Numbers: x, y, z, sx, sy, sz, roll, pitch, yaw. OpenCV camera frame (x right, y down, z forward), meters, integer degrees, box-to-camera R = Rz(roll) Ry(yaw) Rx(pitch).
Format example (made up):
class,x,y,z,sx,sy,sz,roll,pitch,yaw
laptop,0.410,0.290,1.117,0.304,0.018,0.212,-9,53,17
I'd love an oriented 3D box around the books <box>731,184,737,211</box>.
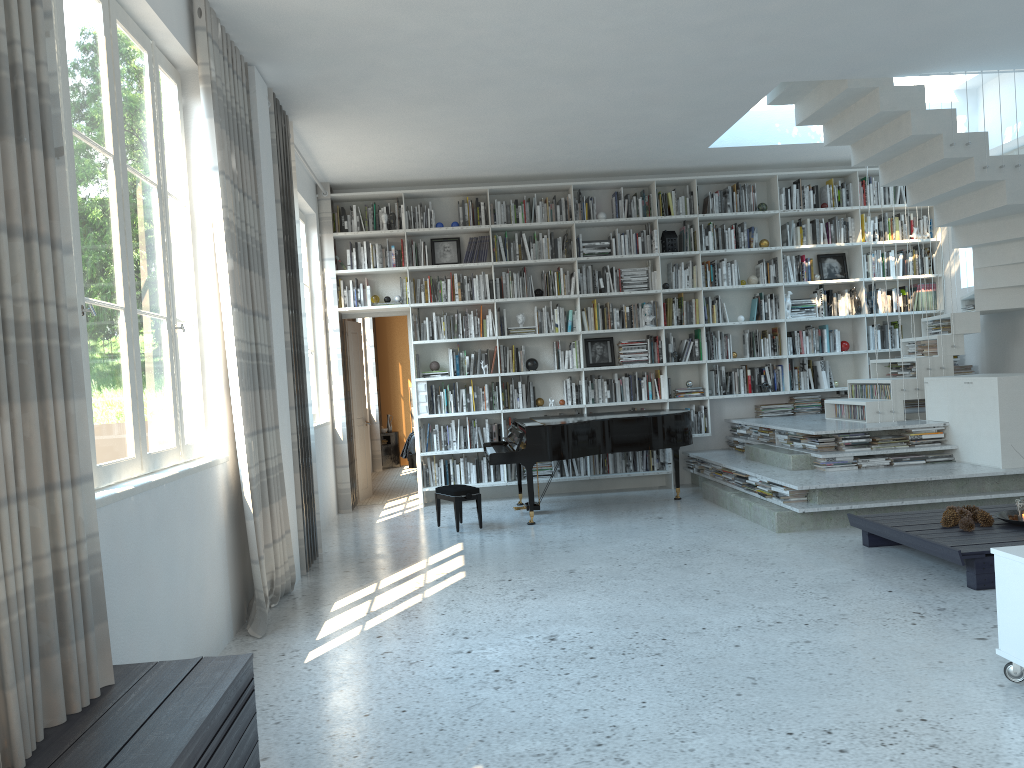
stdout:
class,x,y,z,sx,sy,sz,roll,pitch,yaw
books,2.285,-1.890,9.148,0.006,0.312,0.179,-4,1,-4

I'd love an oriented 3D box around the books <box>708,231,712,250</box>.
class,x,y,z,sx,sy,sz,roll,pitch,yaw
books,2.018,-1.453,9.122,0.026,0.208,0.181,-4,1,-4

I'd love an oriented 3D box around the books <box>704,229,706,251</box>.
class,x,y,z,sx,sy,sz,roll,pitch,yaw
books,1.971,-1.466,9.143,0.012,0.239,0.138,-4,1,-4

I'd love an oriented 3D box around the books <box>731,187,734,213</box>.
class,x,y,z,sx,sy,sz,roll,pitch,yaw
books,2.261,-1.875,9.160,0.007,0.285,0.159,-4,1,-4

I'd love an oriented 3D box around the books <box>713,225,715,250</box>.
class,x,y,z,sx,sy,sz,roll,pitch,yaw
books,2.058,-1.486,9.135,0.010,0.269,0.166,-4,1,-4

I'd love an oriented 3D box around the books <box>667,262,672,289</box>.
class,x,y,z,sx,sy,sz,roll,pitch,yaw
books,1.622,-1.099,9.127,0.018,0.285,0.159,-4,1,-4

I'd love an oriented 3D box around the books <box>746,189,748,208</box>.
class,x,y,z,sx,sy,sz,roll,pitch,yaw
books,2.403,-1.871,9.159,0.014,0.258,0.149,-4,1,-4

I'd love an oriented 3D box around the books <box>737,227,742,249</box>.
class,x,y,z,sx,sy,sz,roll,pitch,yaw
books,2.325,-1.487,9.152,0.030,0.238,0.185,-4,1,-4

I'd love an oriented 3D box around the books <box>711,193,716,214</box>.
class,x,y,z,sx,sy,sz,roll,pitch,yaw
books,2.060,-1.834,9.125,0.013,0.229,0.174,-4,1,-4

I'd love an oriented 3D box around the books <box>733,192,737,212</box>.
class,x,y,z,sx,sy,sz,roll,pitch,yaw
books,2.276,-1.849,9.142,0.018,0.231,0.160,-4,1,-4

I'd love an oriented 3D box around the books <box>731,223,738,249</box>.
class,x,y,z,sx,sy,sz,roll,pitch,yaw
books,2.302,-1.509,9.168,0.012,0.285,0.159,-4,1,-4

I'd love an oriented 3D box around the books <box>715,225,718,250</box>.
class,x,y,z,sx,sy,sz,roll,pitch,yaw
books,2.098,-1.492,9.159,0.012,0.276,0.133,-4,1,-4

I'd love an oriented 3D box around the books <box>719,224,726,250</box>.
class,x,y,z,sx,sy,sz,roll,pitch,yaw
books,2.179,-1.501,9.160,0.013,0.284,0.154,-4,1,-4

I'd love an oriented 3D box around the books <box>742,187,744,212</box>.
class,x,y,z,sx,sy,sz,roll,pitch,yaw
books,2.359,-1.876,9.158,0.008,0.275,0.163,-4,1,-4

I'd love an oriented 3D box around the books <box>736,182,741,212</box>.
class,x,y,z,sx,sy,sz,roll,pitch,yaw
books,2.317,-1.901,9.148,0.007,0.329,0.183,-4,1,-4

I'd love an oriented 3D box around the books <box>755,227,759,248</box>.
class,x,y,z,sx,sy,sz,roll,pitch,yaw
books,2.512,-1.495,9.186,0.026,0.229,0.140,-4,1,-4

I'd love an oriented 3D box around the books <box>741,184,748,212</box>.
class,x,y,z,sx,sy,sz,roll,pitch,yaw
books,2.391,-1.894,9.151,0.008,0.307,0.182,-4,1,-4

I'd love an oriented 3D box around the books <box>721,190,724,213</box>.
class,x,y,z,sx,sy,sz,roll,pitch,yaw
books,2.143,-1.853,9.145,0.021,0.256,0.169,-4,1,-4

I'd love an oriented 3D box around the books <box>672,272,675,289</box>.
class,x,y,z,sx,sy,sz,roll,pitch,yaw
books,1.639,-1.049,9.107,0.028,0.185,0.181,-4,1,-4

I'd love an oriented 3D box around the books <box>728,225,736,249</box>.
class,x,y,z,sx,sy,sz,roll,pitch,yaw
books,2.272,-1.497,9.154,0.012,0.265,0.156,-4,1,-4

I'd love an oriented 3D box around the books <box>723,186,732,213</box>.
class,x,y,z,sx,sy,sz,roll,pitch,yaw
books,2.223,-1.876,9.150,0.024,0.292,0.167,-4,1,-4

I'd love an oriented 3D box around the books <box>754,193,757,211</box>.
class,x,y,z,sx,sy,sz,roll,pitch,yaw
books,2.488,-1.851,9.157,0.014,0.209,0.188,-4,1,-4

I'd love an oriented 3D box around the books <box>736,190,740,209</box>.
class,x,y,z,sx,sy,sz,roll,pitch,yaw
books,2.312,-1.861,9.149,0.008,0.251,0.170,-4,1,-4

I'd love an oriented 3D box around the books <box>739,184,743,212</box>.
class,x,y,z,sx,sy,sz,roll,pitch,yaw
books,2.330,-1.886,9.133,0.015,0.299,0.183,-4,1,-4

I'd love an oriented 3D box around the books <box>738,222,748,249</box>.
class,x,y,z,sx,sy,sz,roll,pitch,yaw
books,2.381,-1.514,9.147,0.029,0.285,0.183,-4,1,-4

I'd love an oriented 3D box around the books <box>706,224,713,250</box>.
class,x,y,z,sx,sy,sz,roll,pitch,yaw
books,2.033,-1.491,9.139,0.011,0.283,0.173,-4,1,-4

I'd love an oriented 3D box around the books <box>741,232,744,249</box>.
class,x,y,z,sx,sy,sz,roll,pitch,yaw
books,2.356,-1.461,9.159,0.027,0.181,0.176,-4,1,-4

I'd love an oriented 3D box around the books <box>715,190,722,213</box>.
class,x,y,z,sx,sy,sz,roll,pitch,yaw
books,2.118,-1.851,9.141,0.030,0.255,0.161,-4,1,-4

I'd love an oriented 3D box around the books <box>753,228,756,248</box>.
class,x,y,z,sx,sy,sz,roll,pitch,yaw
books,2.476,-1.486,9.166,0.048,0.216,0.182,-4,1,-4

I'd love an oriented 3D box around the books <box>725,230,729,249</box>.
class,x,y,z,sx,sy,sz,roll,pitch,yaw
books,2.200,-1.469,9.160,0.025,0.216,0.144,-4,1,-4

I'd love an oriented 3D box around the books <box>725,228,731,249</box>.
class,x,y,z,sx,sy,sz,roll,pitch,yaw
books,2.224,-1.480,9.150,0.023,0.237,0.149,-4,1,-4

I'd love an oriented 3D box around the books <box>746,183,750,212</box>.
class,x,y,z,sx,sy,sz,roll,pitch,yaw
books,2.427,-1.904,9.182,0.008,0.321,0.133,-4,1,-4

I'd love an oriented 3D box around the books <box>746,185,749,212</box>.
class,x,y,z,sx,sy,sz,roll,pitch,yaw
books,2.416,-1.892,9.164,0.019,0.299,0.137,-4,1,-4

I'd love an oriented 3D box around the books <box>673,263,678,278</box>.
class,x,y,z,sx,sy,sz,roll,pitch,yaw
books,1.686,-1.098,9.126,0.019,0.275,0.146,-4,1,-4

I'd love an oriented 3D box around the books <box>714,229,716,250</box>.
class,x,y,z,sx,sy,sz,roll,pitch,yaw
books,2.070,-1.470,9.145,0.012,0.236,0.165,-4,1,-4

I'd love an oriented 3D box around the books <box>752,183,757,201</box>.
class,x,y,z,sx,sy,sz,roll,pitch,yaw
books,2.496,-1.900,9.158,0.006,0.306,0.163,-4,1,-4

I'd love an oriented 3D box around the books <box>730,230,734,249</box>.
class,x,y,z,sx,sy,sz,roll,pitch,yaw
books,2.248,-1.468,9.137,0.021,0.209,0.180,-4,1,-4

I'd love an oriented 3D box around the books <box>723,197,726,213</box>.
class,x,y,z,sx,sy,sz,roll,pitch,yaw
books,2.170,-1.822,9.165,0.031,0.190,0.132,-4,1,-4

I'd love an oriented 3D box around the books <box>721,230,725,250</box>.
class,x,y,z,sx,sy,sz,roll,pitch,yaw
books,2.161,-1.470,9.163,0.028,0.223,0.142,-4,1,-4

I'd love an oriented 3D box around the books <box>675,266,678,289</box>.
class,x,y,z,sx,sy,sz,roll,pitch,yaw
books,1.673,-1.084,9.125,0.028,0.250,0.164,-4,1,-4

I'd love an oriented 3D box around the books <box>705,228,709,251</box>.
class,x,y,z,sx,sy,sz,roll,pitch,yaw
books,1.990,-1.469,9.138,0.026,0.243,0.148,-4,1,-4

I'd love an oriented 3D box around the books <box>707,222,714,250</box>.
class,x,y,z,sx,sy,sz,roll,pitch,yaw
books,2.045,-1.504,9.134,0.014,0.307,0.152,-4,1,-4

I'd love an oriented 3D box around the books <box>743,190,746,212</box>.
class,x,y,z,sx,sy,sz,roll,pitch,yaw
books,2.376,-1.866,9.159,0.024,0.252,0.149,-4,1,-4

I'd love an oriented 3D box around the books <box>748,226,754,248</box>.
class,x,y,z,sx,sy,sz,roll,pitch,yaw
books,2.454,-1.494,9.155,0.054,0.235,0.171,-4,1,-4

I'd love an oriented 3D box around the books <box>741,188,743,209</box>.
class,x,y,z,sx,sy,sz,roll,pitch,yaw
books,2.349,-1.878,9.162,0.012,0.280,0.144,-4,1,-4

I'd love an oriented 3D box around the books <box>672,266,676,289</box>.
class,x,y,z,sx,sy,sz,roll,pitch,yaw
books,1.655,-1.079,9.129,0.024,0.242,0.159,-4,1,-4

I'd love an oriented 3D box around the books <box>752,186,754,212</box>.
class,x,y,z,sx,sy,sz,roll,pitch,yaw
books,2.458,-1.884,9.150,0.008,0.278,0.180,-4,1,-4

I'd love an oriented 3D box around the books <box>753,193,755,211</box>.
class,x,y,z,sx,sy,sz,roll,pitch,yaw
books,2.472,-1.853,9.165,0.018,0.214,0.157,-4,1,-4

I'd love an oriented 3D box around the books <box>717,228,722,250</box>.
class,x,y,z,sx,sy,sz,roll,pitch,yaw
books,2.121,-1.476,9.137,0.027,0.241,0.160,-4,1,-4

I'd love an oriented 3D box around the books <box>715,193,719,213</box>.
class,x,y,z,sx,sy,sz,roll,pitch,yaw
books,2.089,-1.834,9.140,0.028,0.226,0.163,-4,1,-4

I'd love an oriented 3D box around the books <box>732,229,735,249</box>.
class,x,y,z,sx,sy,sz,roll,pitch,yaw
books,2.262,-1.475,9.152,0.011,0.222,0.159,-4,1,-4

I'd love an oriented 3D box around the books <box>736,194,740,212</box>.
class,x,y,z,sx,sy,sz,roll,pitch,yaw
books,2.302,-1.835,9.134,0.018,0.201,0.188,-4,1,-4

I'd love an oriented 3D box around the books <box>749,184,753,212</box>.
class,x,y,z,sx,sy,sz,roll,pitch,yaw
books,2.447,-1.893,9.156,0.013,0.297,0.188,-4,1,-4

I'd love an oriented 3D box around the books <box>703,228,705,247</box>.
class,x,y,z,sx,sy,sz,roll,pitch,yaw
books,1.958,-1.485,9.148,0.011,0.280,0.133,-4,1,-4

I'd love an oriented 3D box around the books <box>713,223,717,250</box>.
class,x,y,z,sx,sy,sz,roll,pitch,yaw
books,2.082,-1.501,9.151,0.021,0.296,0.138,-4,1,-4

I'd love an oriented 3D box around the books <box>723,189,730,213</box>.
class,x,y,z,sx,sy,sz,roll,pitch,yaw
books,2.200,-1.857,9.126,0.028,0.258,0.184,-4,1,-4

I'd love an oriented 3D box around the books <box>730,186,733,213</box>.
class,x,y,z,sx,sy,sz,roll,pitch,yaw
books,2.243,-1.879,9.164,0.017,0.295,0.139,-4,1,-4

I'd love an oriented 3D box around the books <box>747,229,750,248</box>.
class,x,y,z,sx,sy,sz,roll,pitch,yaw
books,2.412,-1.480,9.164,0.030,0.213,0.156,-4,1,-4

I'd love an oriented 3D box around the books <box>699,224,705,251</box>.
class,x,y,z,sx,sy,sz,roll,pitch,yaw
books,1.947,-1.487,9.127,0.012,0.285,0.159,-4,1,-4
